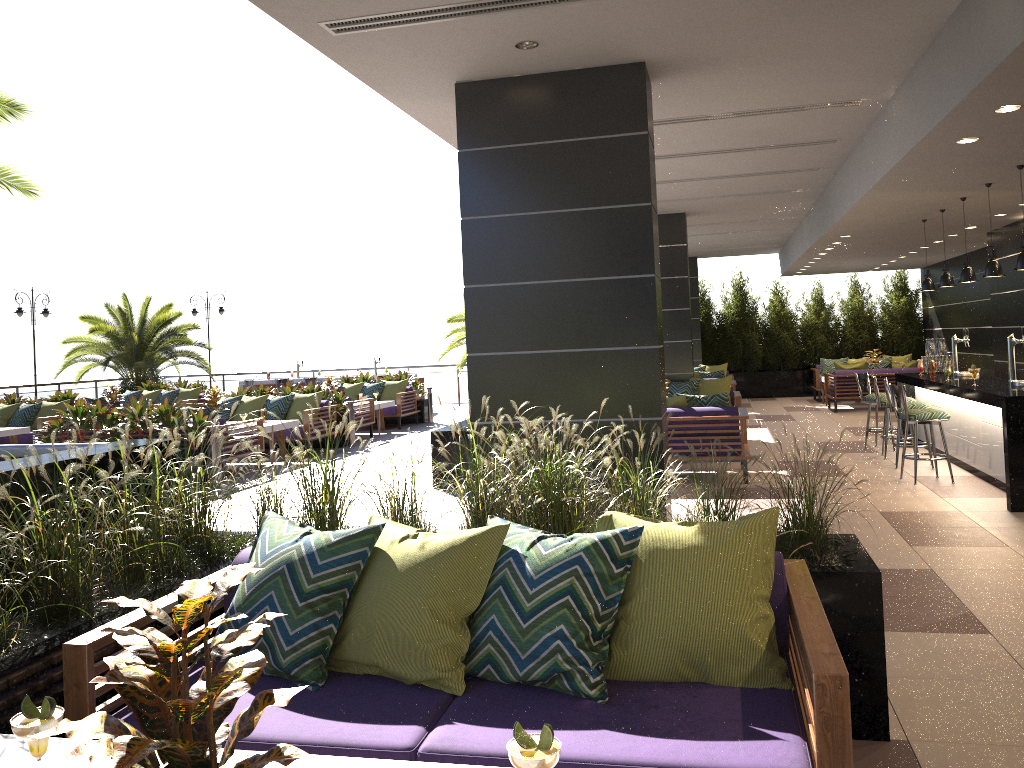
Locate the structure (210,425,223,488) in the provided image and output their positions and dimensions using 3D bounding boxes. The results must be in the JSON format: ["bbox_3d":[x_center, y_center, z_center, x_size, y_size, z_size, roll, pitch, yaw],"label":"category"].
[{"bbox_3d":[-3.389,0.828,10.140,0.100,0.701,0.180,-3,-1,13],"label":"structure"}]

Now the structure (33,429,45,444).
[{"bbox_3d":[-5.697,0.907,10.677,0.100,0.701,0.180,-3,-1,13],"label":"structure"}]

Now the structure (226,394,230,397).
[{"bbox_3d":[-6.002,0.570,18.696,0.100,0.701,0.180,-3,-1,13],"label":"structure"}]

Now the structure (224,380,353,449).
[{"bbox_3d":[-3.666,0.529,14.147,2.417,1.174,0.701,-2,0,15],"label":"structure"}]

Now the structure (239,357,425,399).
[{"bbox_3d":[-4.317,0.074,21.134,4.398,1.330,0.805,-2,0,13],"label":"structure"}]

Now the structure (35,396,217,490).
[{"bbox_3d":[-4.542,0.732,10.401,2.249,1.173,0.737,-2,0,15],"label":"structure"}]

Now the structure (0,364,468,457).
[{"bbox_3d":[-6.035,0.579,14.403,12.908,1.059,17.515,-2,3,13],"label":"structure"}]

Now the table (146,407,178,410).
[{"bbox_3d":[-7.576,0.790,16.984,2.035,0.554,0.942,-2,2,13],"label":"table"}]

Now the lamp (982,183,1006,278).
[{"bbox_3d":[4.412,-1.415,8.144,0.163,0.865,0.162,-2,-1,-34],"label":"lamp"}]

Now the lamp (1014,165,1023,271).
[{"bbox_3d":[4.210,-1.368,7.280,0.163,0.865,0.162,-2,-1,-34],"label":"lamp"}]

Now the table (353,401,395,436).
[{"bbox_3d":[-3.229,0.640,15.973,2.035,0.554,0.942,-2,2,13],"label":"table"}]

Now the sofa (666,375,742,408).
[{"bbox_3d":[2.097,0.379,12.337,2.124,0.920,1.120,-2,1,13],"label":"sofa"}]

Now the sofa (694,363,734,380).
[{"bbox_3d":[3.413,0.073,17.988,2.124,0.920,1.120,-2,1,13],"label":"sofa"}]

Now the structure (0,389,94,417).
[{"bbox_3d":[-8.090,0.682,15.156,2.247,1.173,0.714,-2,0,10],"label":"structure"}]

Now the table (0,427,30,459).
[{"bbox_3d":[-8.439,0.990,13.279,2.035,0.554,0.942,-2,2,13],"label":"table"}]

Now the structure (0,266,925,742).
[{"bbox_3d":[3.090,-0.638,9.284,7.811,3.123,24.745,-2,2,13],"label":"structure"}]

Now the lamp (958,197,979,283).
[{"bbox_3d":[4.606,-1.460,8.980,0.163,0.865,0.162,-2,-1,-34],"label":"lamp"}]

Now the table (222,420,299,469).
[{"bbox_3d":[-4.092,0.840,12.268,2.035,0.554,0.942,-2,2,13],"label":"table"}]

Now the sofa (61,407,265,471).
[{"bbox_3d":[-4.353,0.719,11.149,2.124,0.920,1.120,-2,1,13],"label":"sofa"}]

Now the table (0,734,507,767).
[{"bbox_3d":[-0.417,1.146,1.533,2.035,0.554,0.942,-2,2,13],"label":"table"}]

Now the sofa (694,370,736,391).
[{"bbox_3d":[2.830,0.208,15.487,2.124,0.920,1.120,-2,1,13],"label":"sofa"}]

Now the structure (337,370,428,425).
[{"bbox_3d":[-2.789,0.325,17.925,2.249,1.173,0.737,-2,0,15],"label":"structure"}]

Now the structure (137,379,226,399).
[{"bbox_3d":[-7.192,0.478,18.914,2.249,1.173,0.737,-2,0,15],"label":"structure"}]

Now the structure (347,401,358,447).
[{"bbox_3d":[-2.516,0.625,13.888,0.100,0.701,0.180,-3,-1,13],"label":"structure"}]

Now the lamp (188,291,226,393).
[{"bbox_3d":[-8.076,-0.867,23.619,1.121,3.331,0.264,-3,-1,13],"label":"lamp"}]

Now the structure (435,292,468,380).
[{"bbox_3d":[0.147,-1.061,20.048,3.805,3.306,3.747,-3,1,-34],"label":"structure"}]

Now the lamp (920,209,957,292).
[{"bbox_3d":[4.902,-1.529,10.247,0.192,0.864,1.082,-3,1,13],"label":"lamp"}]

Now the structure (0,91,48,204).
[{"bbox_3d":[-7.367,-1.724,8.875,4.701,6.509,4.747,-2,0,31],"label":"structure"}]

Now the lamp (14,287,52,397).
[{"bbox_3d":[-11.108,-0.600,20.601,0.264,3.331,1.122,-3,-1,13],"label":"lamp"}]

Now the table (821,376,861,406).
[{"bbox_3d":[7.202,0.112,17.393,2.035,0.554,0.942,-2,2,13],"label":"table"}]

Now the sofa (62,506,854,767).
[{"bbox_3d":[-0.125,0.895,2.798,2.124,0.920,1.120,-2,1,13],"label":"sofa"}]

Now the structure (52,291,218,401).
[{"bbox_3d":[-9.386,-0.730,22.205,3.803,3.306,3.749,-3,1,-19],"label":"structure"}]

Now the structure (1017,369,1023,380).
[{"bbox_3d":[5.928,-0.555,8.665,0.530,2.761,4.633,-3,1,13],"label":"structure"}]

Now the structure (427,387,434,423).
[{"bbox_3d":[-1.633,0.420,17.680,0.100,0.701,0.180,-3,-1,13],"label":"structure"}]
